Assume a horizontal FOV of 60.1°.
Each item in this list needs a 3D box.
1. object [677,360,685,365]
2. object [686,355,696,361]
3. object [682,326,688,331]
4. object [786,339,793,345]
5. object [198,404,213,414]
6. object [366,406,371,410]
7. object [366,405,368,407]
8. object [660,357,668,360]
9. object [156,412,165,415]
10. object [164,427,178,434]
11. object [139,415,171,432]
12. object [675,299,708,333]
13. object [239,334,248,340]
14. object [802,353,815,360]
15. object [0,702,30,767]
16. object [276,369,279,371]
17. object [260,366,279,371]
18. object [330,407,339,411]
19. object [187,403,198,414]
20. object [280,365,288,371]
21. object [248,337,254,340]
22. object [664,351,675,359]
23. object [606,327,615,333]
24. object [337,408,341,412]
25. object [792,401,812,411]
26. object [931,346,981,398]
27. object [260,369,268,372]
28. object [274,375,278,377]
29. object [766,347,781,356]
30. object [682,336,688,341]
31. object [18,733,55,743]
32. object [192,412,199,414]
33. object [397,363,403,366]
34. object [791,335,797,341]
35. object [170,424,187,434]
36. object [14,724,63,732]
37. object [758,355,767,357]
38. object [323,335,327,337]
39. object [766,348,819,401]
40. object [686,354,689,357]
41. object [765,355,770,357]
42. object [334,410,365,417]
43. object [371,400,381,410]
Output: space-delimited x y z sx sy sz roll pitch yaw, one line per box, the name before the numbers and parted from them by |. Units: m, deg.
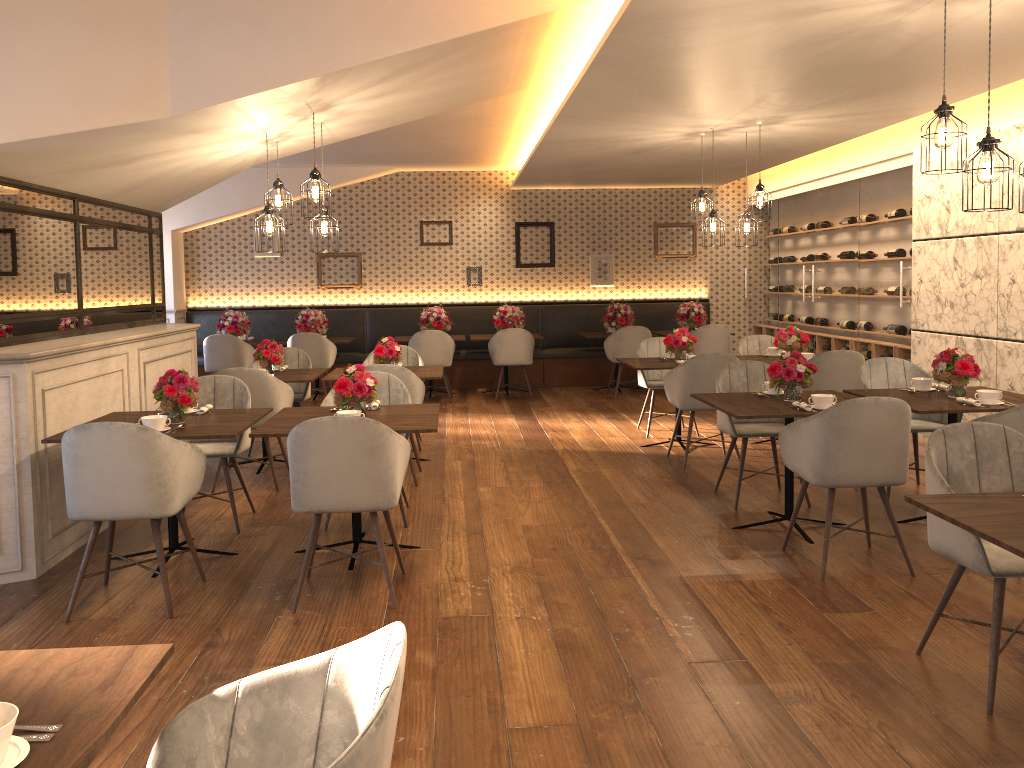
object | 1.374 -0.172 7.176 0.056 0.039 0.176 -1 7 -4
object | 1.488 -0.192 7.182 0.148 0.072 0.149 -4 7 -26
object | 2.314 -0.737 11.681 0.148 0.072 0.149 4 8 38
object | 2.336 -0.356 7.471 0.049 0.052 0.078 0 6 6
object | -1.716 0.141 4.954 0.056 0.039 0.176 -1 7 -4
object | -0.807 0.127 5.005 0.025 0.024 0.193 -1 7 -4
object | -0.887 0.104 5.008 0.148 0.072 0.148 -5 8 -36
object | 1.335 -0.223 7.757 0.022 0.004 0.212 -1 7 -4
object | -1.941 0.161 4.920 0.043 0.015 0.198 -2 7 -7
object | -1.677 0.227 4.375 0.022 0.004 0.212 -1 7 -4
object | -1.753 0.197 4.341 0.148 0.072 0.148 -5 8 -36
object | 2.292 -0.869 11.301 0.406 0.424 0.421 3 7 40
object | -3.450 -0.596 11.298 0.148 0.072 0.148 5 8 43
object | 2.404 -0.215 7.243 0.148 0.072 0.149 -4 7 -26
object | -0.804 0.538 1.320 0.148 0.072 0.149 4 8 38
object | -1.907 -0.120 7.255 0.025 0.024 0.193 -1 7 -4
object | -1.987 -0.143 7.257 0.148 0.072 0.148 -5 8 -36
object | -0.998 0.138 4.983 0.043 0.015 0.198 -2 7 -7
object | -1.830 0.127 4.945 0.148 0.072 0.148 -5 8 -36
object | -1.873 -0.129 7.266 0.056 0.039 0.176 -1 7 -4
object | -3.337 -0.582 11.307 0.056 0.039 0.176 -1 7 -4
object | 1.411 -0.262 7.786 0.148 0.072 0.149 -4 7 -26
object | 1.314 -0.713 11.615 0.148 0.072 0.148 5 8 43
object | -0.963 0.143 4.979 0.022 0.004 0.212 -1 7 -4
object | 1.542 0.116 4.706 0.056 0.039 0.176 -1 7 -4
object | 2.551 -0.076 5.071 0.234 0.300 0.306 -1 5 -2
object | -1.910 -0.073 6.653 0.148 0.072 0.148 -5 8 -36
object | -1.806 -0.049 6.681 0.043 0.015 0.198 -1 7 0
object | 2.327 -0.285 7.847 0.148 0.072 0.149 -4 7 -26
object | 1.434 -0.375 7.428 0.046 0.052 0.077 -5 7 -42
object | -0.835 0.564 1.398 0.211 0.004 0.022 -1 7 -4
object | -1.750 0.150 4.943 0.025 0.024 0.193 -1 7 -4
object | -0.930 -0.152 7.329 0.056 0.039 0.176 -1 7 -4
object | 2.359 -0.386 7.459 0.048 0.052 0.076 -3 6 -24
object | -1.649 0.221 4.369 0.043 0.015 0.198 -1 7 0
object | -0.831 0.554 1.433 0.197 0.015 0.043 -2 6 -8
object | 2.224 -0.251 7.823 0.043 0.015 0.198 -1 7 0
object | -2.412 -0.604 11.368 0.056 0.039 0.176 -1 7 -4
object | 1.599 -0.056 5.037 0.305 0.300 0.235 -3 5 -26
object | 1.525 -0.248 7.795 0.056 0.039 0.176 -1 7 -4
object | 2.252 -0.245 7.818 0.022 0.004 0.212 -1 7 -4
object | -0.810 0.174 4.404 0.148 0.072 0.148 -5 8 -36
object | -0.774 0.118 5.017 0.056 0.039 0.176 -1 7 -4
